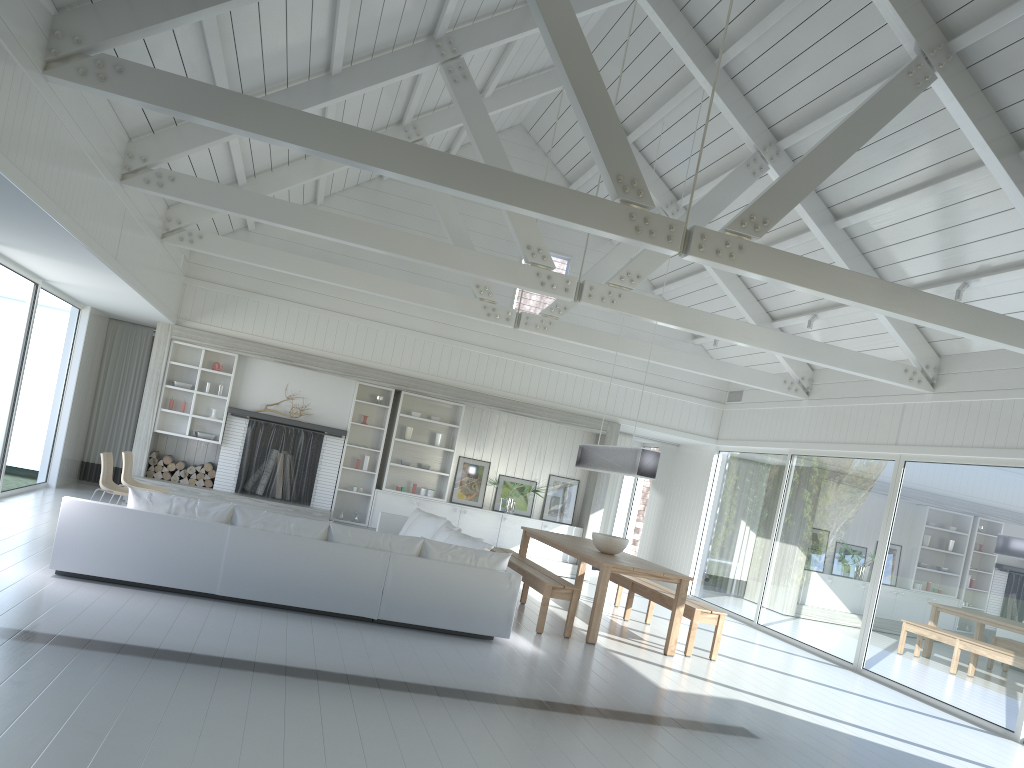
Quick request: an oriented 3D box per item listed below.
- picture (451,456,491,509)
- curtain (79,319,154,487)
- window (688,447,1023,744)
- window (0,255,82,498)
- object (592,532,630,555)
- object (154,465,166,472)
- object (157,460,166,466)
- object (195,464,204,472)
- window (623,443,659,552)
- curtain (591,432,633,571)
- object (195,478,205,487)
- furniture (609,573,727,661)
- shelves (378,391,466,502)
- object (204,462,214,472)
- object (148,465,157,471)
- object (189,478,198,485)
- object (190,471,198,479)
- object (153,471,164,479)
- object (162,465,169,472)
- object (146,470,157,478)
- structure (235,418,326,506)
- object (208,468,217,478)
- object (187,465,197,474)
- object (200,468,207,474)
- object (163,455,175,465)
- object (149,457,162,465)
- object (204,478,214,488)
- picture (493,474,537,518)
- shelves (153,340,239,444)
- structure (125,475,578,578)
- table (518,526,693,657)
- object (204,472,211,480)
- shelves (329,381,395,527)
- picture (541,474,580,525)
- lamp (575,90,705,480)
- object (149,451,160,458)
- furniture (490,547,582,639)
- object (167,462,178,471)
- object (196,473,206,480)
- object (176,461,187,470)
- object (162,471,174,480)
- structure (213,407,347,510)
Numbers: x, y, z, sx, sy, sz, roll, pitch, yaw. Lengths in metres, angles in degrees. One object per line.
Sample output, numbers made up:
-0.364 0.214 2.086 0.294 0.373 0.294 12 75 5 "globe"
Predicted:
-0.613 1.464 13.132 0.497 0.704 0.065 12 0 -14 "picture"
-5.707 0.278 12.715 0.633 2.372 0.116 11 1 -15 "curtain"
4.287 1.908 8.521 0.081 2.418 10.899 11 -5 -13 "window"
-4.773 -0.043 7.294 0.081 2.419 8.690 11 -5 -13 "window"
1.001 1.657 9.081 0.392 0.185 0.387 13 -5 -23 "object"
-4.812 1.151 12.072 0.110 0.109 0.492 12 -5 -15 "object"
-4.780 1.064 12.062 0.080 0.080 0.476 12 -5 -15 "object"
-4.322 1.157 12.181 0.087 0.091 0.477 12 -5 -15 "object"
2.375 2.291 16.317 0.038 2.430 0.941 11 0 -13 "window"
1.339 1.897 14.700 1.011 2.372 0.116 11 1 -14 "curtain"
-4.304 1.361 12.228 0.135 0.147 0.546 12 -5 -13 "object"
1.532 2.458 9.690 0.342 0.471 2.673 12 -5 -13 "furniture"
-1.332 0.920 12.961 0.944 1.444 0.602 12 0 -14 "shelves"
-4.196 1.148 12.225 0.110 0.111 0.492 12 -5 -15 "object"
-4.892 1.136 12.038 0.080 0.080 0.476 12 -5 -15 "object"
-4.400 1.344 12.194 0.109 0.106 0.513 12 -5 -15 "object"
-4.376 1.254 12.173 0.080 0.080 0.476 12 -5 -15 "object"
-4.820 1.243 12.093 0.135 0.147 0.546 12 -5 -13 "object"
-4.721 1.162 12.089 0.080 0.080 0.476 12 -5 -15 "object"
-4.916 1.226 12.060 0.109 0.106 0.513 12 -5 -15 "object"
-3.190 1.087 12.130 1.104 1.064 0.116 12 0 -15 "structure"
-4.151 1.240 12.241 0.110 0.109 0.492 12 -5 -15 "object"
-4.408 1.178 12.174 0.110 0.109 0.492 12 -5 -15 "object"
-4.264 1.181 12.197 0.080 0.080 0.476 12 -5 -15 "object"
-4.705 1.038 12.093 0.110 0.111 0.492 12 -5 -15 "object"
-4.876 1.050 12.050 0.110 0.109 0.492 12 -5 -15 "object"
-4.198 1.368 12.238 0.110 0.111 0.492 12 -5 -15 "object"
0.048 1.693 13.320 0.612 0.554 0.053 12 0 -14 "picture"
-4.287 0.127 12.050 0.870 1.240 0.546 12 0 -14 "shelves"
-2.186 2.094 13.110 6.383 0.346 1.876 13 -6 -14 "structure"
0.824 2.148 9.502 0.910 0.762 2.940 12 -5 -13 "table"
-4.205 1.280 12.224 0.080 0.080 0.476 12 -5 -15 "object"
-2.188 1.009 12.755 0.543 2.002 0.601 11 0 -14 "shelves"
0.747 1.774 13.487 0.497 0.704 0.065 12 0 -14 "picture"
1.481 -1.127 9.409 0.201 4.246 1.897 11 0 -13 "lamp"
-4.871 0.957 12.033 0.080 0.080 0.476 12 -5 -15 "object"
0.108 2.134 9.318 0.342 0.471 2.673 12 -5 -13 "furniture"
-4.654 1.131 12.110 0.110 0.109 0.492 12 -5 -15 "object"
-4.296 1.269 12.207 0.110 0.109 0.492 12 -5 -15 "object"
-4.549 1.119 12.135 0.110 0.109 0.492 12 -5 -15 "object"
-4.715 1.250 12.103 0.110 0.111 0.492 12 -5 -15 "object"
-3.282 1.126 12.474 1.625 1.287 0.855 12 -1 -14 "structure"
